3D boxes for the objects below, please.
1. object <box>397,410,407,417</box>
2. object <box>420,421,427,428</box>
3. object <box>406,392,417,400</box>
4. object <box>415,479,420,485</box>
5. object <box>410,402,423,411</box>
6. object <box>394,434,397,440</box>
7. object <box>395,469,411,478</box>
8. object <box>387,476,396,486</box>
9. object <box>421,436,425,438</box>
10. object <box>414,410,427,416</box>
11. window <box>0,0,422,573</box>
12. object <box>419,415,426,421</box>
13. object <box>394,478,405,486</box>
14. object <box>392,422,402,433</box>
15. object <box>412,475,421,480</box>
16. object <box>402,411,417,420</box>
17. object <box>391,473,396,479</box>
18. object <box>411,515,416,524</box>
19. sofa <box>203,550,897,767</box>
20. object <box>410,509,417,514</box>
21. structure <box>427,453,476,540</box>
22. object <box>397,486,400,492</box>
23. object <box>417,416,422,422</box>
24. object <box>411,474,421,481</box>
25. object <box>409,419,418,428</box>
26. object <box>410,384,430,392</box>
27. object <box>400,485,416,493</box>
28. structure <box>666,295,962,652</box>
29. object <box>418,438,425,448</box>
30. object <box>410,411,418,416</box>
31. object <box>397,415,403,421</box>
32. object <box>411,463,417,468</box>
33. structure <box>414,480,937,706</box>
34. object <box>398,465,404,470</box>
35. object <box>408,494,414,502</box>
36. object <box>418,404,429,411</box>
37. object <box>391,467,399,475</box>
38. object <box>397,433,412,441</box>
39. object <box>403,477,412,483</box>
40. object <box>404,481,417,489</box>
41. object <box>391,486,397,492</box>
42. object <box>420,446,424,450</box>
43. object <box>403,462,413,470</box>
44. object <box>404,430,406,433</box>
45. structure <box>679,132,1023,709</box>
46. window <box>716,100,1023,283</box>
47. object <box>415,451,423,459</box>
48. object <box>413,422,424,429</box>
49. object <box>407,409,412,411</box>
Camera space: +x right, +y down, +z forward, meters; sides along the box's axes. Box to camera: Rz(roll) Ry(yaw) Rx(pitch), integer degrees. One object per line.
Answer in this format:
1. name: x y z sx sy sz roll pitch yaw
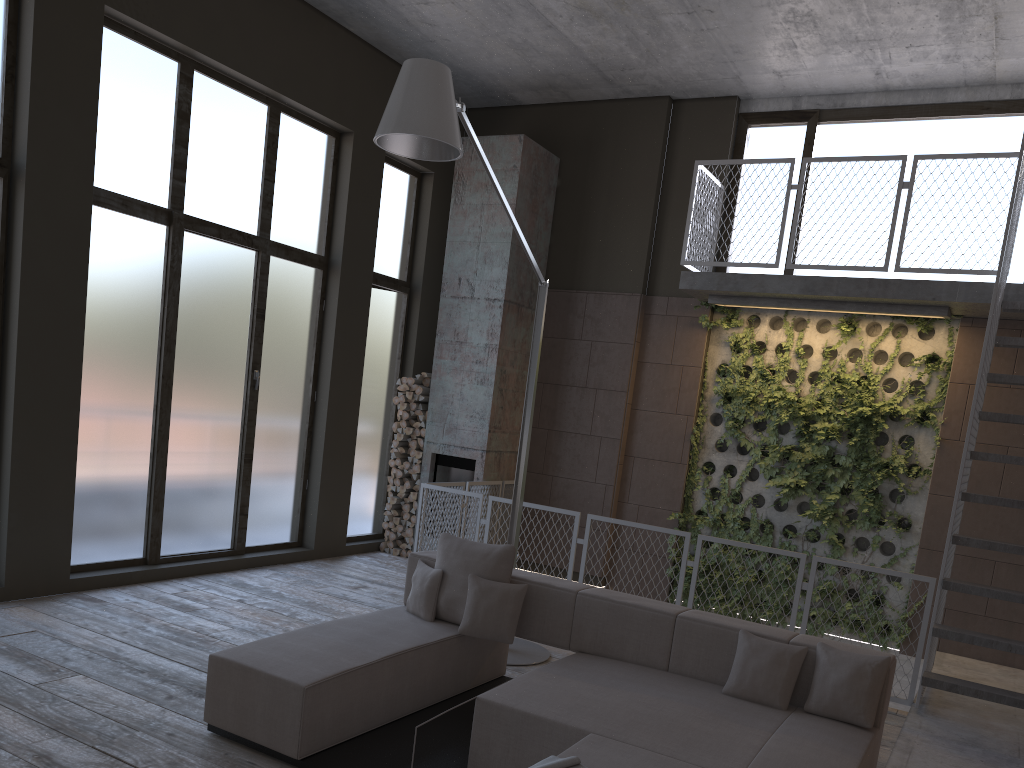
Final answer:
1. object: -1.171 0.343 9.954 0.100 0.104 0.293 9 1 31
2. object: -0.885 0.458 9.830 0.070 0.073 0.423 9 0 29
3. object: -1.015 0.145 9.846 0.093 0.084 0.480 8 0 29
4. object: -0.944 1.094 9.892 0.066 0.086 0.425 9 0 27
5. object: -0.987 0.266 9.852 0.090 0.090 0.455 9 0 28
6. object: -1.190 0.612 9.958 0.066 0.068 0.423 9 0 29
7. object: -1.193 1.016 9.954 0.097 0.108 0.294 9 1 31
8. object: -1.288 1.113 10.049 0.087 0.109 0.365 9 0 29
9. object: -0.887 0.554 9.806 0.100 0.104 0.293 9 1 31
10. object: -0.936 0.329 9.830 0.120 0.068 0.364 8 -1 31
11. window: -3.490 -0.639 6.063 0.207 4.215 9.213 11 2 28
12. object: -0.908 0.399 9.832 0.066 0.086 0.425 9 0 27
13. object: -1.188 1.119 10.042 0.091 0.094 0.438 9 0 29
14. object: -1.229 0.497 9.980 0.063 0.126 0.364 10 1 28
15. object: -0.988 1.057 9.914 0.066 0.086 0.425 9 0 27
16. object: -1.113 0.358 9.871 0.097 0.108 0.294 9 1 31
17. object: -1.283 1.044 9.961 0.045 0.073 0.251 10 1 29
18. object: -0.987 1.527 9.959 0.091 0.093 0.438 9 0 29
19. sofa: -0.025 1.549 4.118 2.968 0.795 3.016 7 -1 30
20. object: -1.004 1.428 9.952 0.070 0.073 0.423 9 0 29
21. structure: -0.629 1.249 9.592 0.570 0.940 0.056 10 7 29
22. object: -1.169 1.202 10.028 0.066 0.068 0.423 9 0 29
23. object: -0.952 0.406 9.937 0.103 0.103 0.292 9 0 29
24. object: -1.032 1.064 10.020 0.103 0.103 0.292 9 0 29
25. object: -1.026 0.455 9.943 0.100 0.087 0.363 8 0 29
26. object: -0.989 0.060 9.787 0.103 0.085 0.363 8 0 29
27. object: -1.104 1.199 9.989 0.092 0.084 0.480 8 0 29
28. structure: 2.807 0.865 8.453 2.599 3.874 1.001 9 7 29
29. object: -0.924 0.665 9.819 0.087 0.109 0.365 9 0 29
30. object: -1.024 0.333 9.884 0.064 0.075 0.359 9 0 28
31. object: -1.203 0.386 9.878 0.045 0.073 0.251 10 1 29
32. object: -0.992 0.923 9.926 0.066 0.072 0.423 9 0 29
33. structure: 1.469 1.690 8.070 4.384 0.946 1.929 7 0 29
34. object: -1.164 0.943 9.968 0.088 0.057 0.333 8 -1 29
35. object: -1.013 1.285 9.965 0.090 0.090 0.456 9 0 29
36. object: -0.911 0.265 9.843 0.066 0.072 0.423 9 0 29
37. object: -1.252 1.001 10.036 0.100 0.104 0.293 9 1 31
38. object: -1.125 0.609 9.919 0.092 0.084 0.480 8 0 29
39. object: -1.107 1.113 10.025 0.100 0.087 0.363 8 0 29
40. object: -1.049 1.139 9.933 0.090 0.090 0.456 9 0 31
41. object: -1.239 1.192 10.067 0.066 0.068 0.423 9 0 29
42. object: -0.914 0.716 9.895 0.100 0.087 0.363 8 0 29
43. object: -1.067 0.924 9.935 0.090 0.090 0.455 9 0 28
44. object: -1.047 0.544 9.899 0.113 0.080 0.435 8 0 29
45. structure: 2.835 0.260 7.128 3.645 4.374 3.031 9 5 29
46. window: 3.736 -1.661 8.099 3.531 1.774 0.109 7 6 29
47. object: -0.911 0.802 9.859 0.092 0.084 0.480 8 0 29
48. object: -0.945 0.477 9.886 0.113 0.080 0.435 8 0 29
49. object: -1.084 0.285 9.886 0.088 0.057 0.333 8 -1 29
